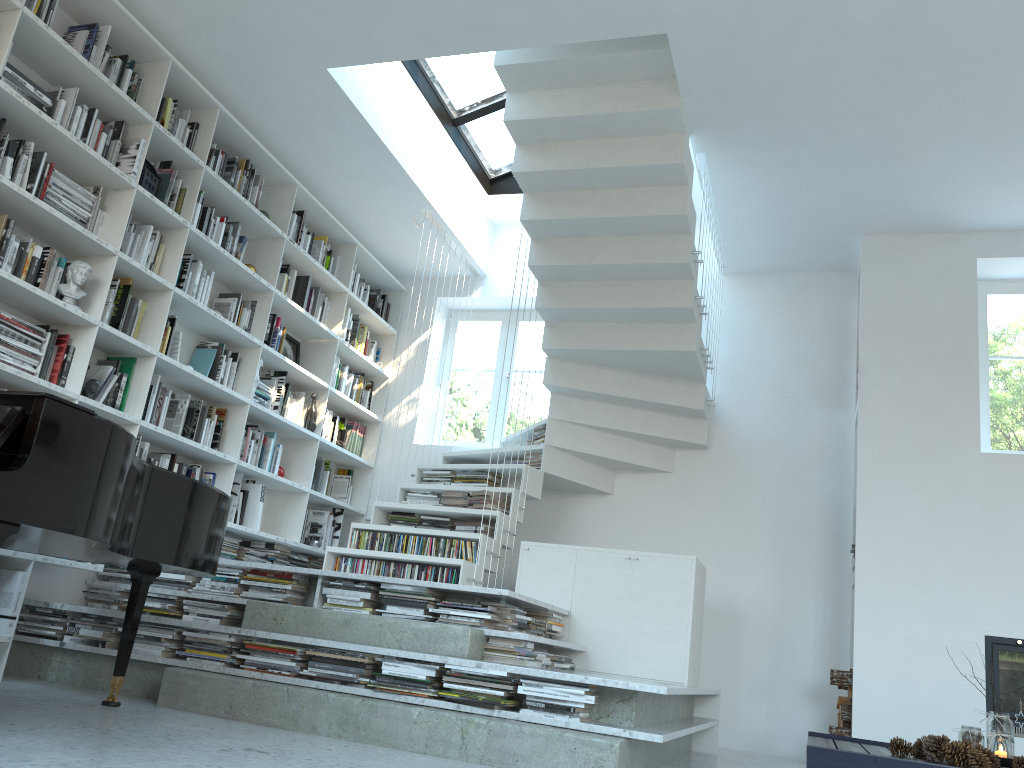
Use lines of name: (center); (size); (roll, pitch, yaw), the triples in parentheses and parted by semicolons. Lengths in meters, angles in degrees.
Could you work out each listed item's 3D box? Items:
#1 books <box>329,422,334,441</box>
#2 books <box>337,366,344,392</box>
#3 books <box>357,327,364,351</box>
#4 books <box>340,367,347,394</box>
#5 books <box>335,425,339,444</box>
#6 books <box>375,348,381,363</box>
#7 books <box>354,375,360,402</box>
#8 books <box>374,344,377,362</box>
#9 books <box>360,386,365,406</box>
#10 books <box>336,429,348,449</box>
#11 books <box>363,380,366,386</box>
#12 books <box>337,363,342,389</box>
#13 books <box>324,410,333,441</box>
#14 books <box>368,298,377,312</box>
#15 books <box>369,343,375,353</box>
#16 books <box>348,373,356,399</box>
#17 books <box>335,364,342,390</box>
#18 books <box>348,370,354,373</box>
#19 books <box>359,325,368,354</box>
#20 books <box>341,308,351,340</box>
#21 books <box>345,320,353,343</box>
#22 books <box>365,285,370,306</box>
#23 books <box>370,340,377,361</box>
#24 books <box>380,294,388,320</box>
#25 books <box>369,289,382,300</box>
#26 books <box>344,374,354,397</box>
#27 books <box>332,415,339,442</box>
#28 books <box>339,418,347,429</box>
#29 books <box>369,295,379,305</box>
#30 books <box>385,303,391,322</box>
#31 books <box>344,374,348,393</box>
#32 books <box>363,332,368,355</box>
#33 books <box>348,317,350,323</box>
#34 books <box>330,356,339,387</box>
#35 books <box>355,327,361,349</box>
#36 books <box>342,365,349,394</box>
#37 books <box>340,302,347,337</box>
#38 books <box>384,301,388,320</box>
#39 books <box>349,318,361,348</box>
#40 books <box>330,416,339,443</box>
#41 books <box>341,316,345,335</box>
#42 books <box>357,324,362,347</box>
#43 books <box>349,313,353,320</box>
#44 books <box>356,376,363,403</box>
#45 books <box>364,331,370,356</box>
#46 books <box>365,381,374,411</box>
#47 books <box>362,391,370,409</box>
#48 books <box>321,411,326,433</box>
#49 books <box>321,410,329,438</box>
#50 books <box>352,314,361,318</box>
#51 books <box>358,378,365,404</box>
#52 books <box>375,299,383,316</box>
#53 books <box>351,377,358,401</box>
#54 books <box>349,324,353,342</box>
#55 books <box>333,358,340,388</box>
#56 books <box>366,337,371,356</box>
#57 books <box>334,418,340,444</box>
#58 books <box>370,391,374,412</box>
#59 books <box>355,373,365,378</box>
books: (-1.396, 0.366, 6.476); (0.169, 0.188, 0.023); (2, -17, 19)
books: (-1.344, -0.010, 6.610); (0.156, 0.258, 0.024); (2, -17, 19)
books: (-1.220, -0.327, 6.715); (0.174, 0.221, 0.013); (2, -17, 19)
books: (-1.335, -0.004, 6.631); (0.172, 0.262, 0.022); (2, -17, 19)
books: (-1.374, 0.407, 6.632); (0.138, 0.206, 0.014); (2, -17, 19)
books: (-1.148, -0.186, 7.138); (0.170, 0.216, 0.011); (2, -17, 19)
books: (-1.265, 0.063, 6.854); (0.151, 0.282, 0.012); (2, -17, 19)
books: (-1.171, -0.208, 7.125); (0.160, 0.246, 0.040); (2, -17, 19)
books: (-1.244, 0.116, 6.896); (0.188, 0.211, 0.025); (2, -17, 19)
books: (-1.332, 0.426, 6.632); (0.191, 0.180, 0.024); (2, -17, 19)
books: (-1.237, 0.099, 6.962); (0.149, 0.282, 0.013); (2, -17, 19)
books: (-1.360, -0.023, 6.593); (0.152, 0.270, 0.025); (2, -17, 19)
books: (-1.404, 0.319, 6.450); (0.176, 0.260, 0.056); (2, -17, 19)
books: (-1.169, -0.592, 7.038); (0.186, 0.192, 0.024); (2, -17, 19)
books: (-1.189, -0.219, 7.042); (0.180, 0.213, 0.023); (2, -17, 19)
books: (-1.298, 0.041, 6.756); (0.184, 0.257, 0.023); (2, -17, 19)
books: (-1.358, -0.024, 6.571); (0.158, 0.259, 0.013); (2, -17, 19)
books: (-1.304, 0.035, 6.797); (0.132, 0.291, 0.024); (2, -17, 19)
books: (-1.232, -0.328, 6.750); (0.247, 0.241, 0.042); (2, -17, 19)
books: (-1.288, -0.432, 6.472); (0.189, 0.262, 0.026); (2, -17, 19)
books: (-1.275, -0.375, 6.531); (0.189, 0.193, 0.024); (2, -17, 19)
books: (-1.203, -0.647, 7.017); (0.131, 0.276, 0.069); (2, -17, 19)
books: (-1.181, -0.225, 7.096); (0.163, 0.257, 0.029); (2, -17, 19)
books: (-1.113, -0.590, 7.180); (0.189, 0.285, 0.014); (2, -17, 19)
books: (-1.150, -0.619, 7.150); (0.161, 0.312, 0.014); (2, -17, 19)
books: (-1.303, 0.037, 6.722); (0.177, 0.244, 0.045); (2, -17, 19)
books: (-1.383, 0.357, 6.560); (0.171, 0.258, 0.029); (2, -17, 19)
books: (-1.344, 0.388, 6.677); (0.170, 0.277, 0.026); (2, -17, 19)
books: (-1.168, -0.604, 7.092); (0.160, 0.246, 0.068); (2, -17, 19)
books: (-1.099, -0.545, 7.238); (0.187, 0.236, 0.025); (2, -17, 19)
books: (-1.330, 0.023, 6.704); (0.161, 0.253, 0.012); (2, -17, 19)
books: (-1.221, -0.281, 6.933); (0.160, 0.260, 0.022); (2, -17, 19)
books: (-1.289, -0.401, 6.504); (0.161, 0.223, 0.049); (2, -17, 19)
books: (-1.374, -0.068, 6.478); (0.185, 0.284, 0.014); (2, -17, 19)
books: (-1.239, -0.334, 6.671); (0.184, 0.205, 0.014); (2, -17, 19)
books: (-1.330, -0.006, 6.659); (0.166, 0.283, 0.030); (2, -17, 19)
books: (-1.306, -0.460, 6.441); (0.183, 0.293, 0.010); (2, -17, 19)
books: (-1.117, -0.557, 7.226); (0.185, 0.247, 0.014); (2, -17, 19)
books: (-1.241, -0.370, 6.639); (0.189, 0.253, 0.023); (2, -17, 19)
books: (-1.382, 0.355, 6.533); (0.181, 0.246, 0.022); (2, -17, 19)
books: (-1.307, -0.412, 6.445); (0.165, 0.204, 0.024); (2, -17, 19)
books: (-1.232, -0.339, 6.709); (0.165, 0.237, 0.013); (2, -17, 19)
books: (-1.277, -0.402, 6.567); (0.158, 0.263, 0.023); (2, -17, 19)
books: (-1.258, 0.070, 6.864); (0.188, 0.276, 0.013); (2, -17, 19)
books: (-1.219, -0.283, 6.971); (0.163, 0.286, 0.024); (2, -17, 19)
books: (-1.203, 0.119, 7.028); (0.186, 0.291, 0.042); (2, -17, 19)
books: (-1.221, 0.148, 6.964); (0.192, 0.194, 0.029); (2, -17, 19)
books: (-1.437, 0.297, 6.359); (0.170, 0.242, 0.022); (2, -17, 19)
books: (-1.424, 0.307, 6.392); (0.180, 0.245, 0.026); (2, -17, 19)
books: (-1.235, -0.383, 6.667); (0.152, 0.295, 0.022); (2, -17, 19)
books: (-1.250, 0.080, 6.880); (0.173, 0.267, 0.029); (2, -17, 19)
books: (-1.139, -0.576, 7.117); (0.192, 0.215, 0.012); (2, -17, 19)
books: (-1.281, 0.071, 6.836); (0.160, 0.252, 0.025); (2, -17, 19)
books: (-1.268, -0.358, 6.618); (0.134, 0.211, 0.025); (2, -17, 19)
books: (-1.368, -0.052, 6.540); (0.165, 0.292, 0.012); (2, -17, 19)
books: (-1.203, -0.253, 7.007); (0.154, 0.253, 0.070); (2, -17, 19)
books: (-1.377, 0.373, 6.602); (0.161, 0.253, 0.012); (2, -17, 19)
books: (-1.199, 0.164, 7.047); (0.184, 0.218, 0.022); (2, -17, 19)
books: (-1.246, 0.073, 6.960); (0.140, 0.329, 0.013); (2, -17, 19)
